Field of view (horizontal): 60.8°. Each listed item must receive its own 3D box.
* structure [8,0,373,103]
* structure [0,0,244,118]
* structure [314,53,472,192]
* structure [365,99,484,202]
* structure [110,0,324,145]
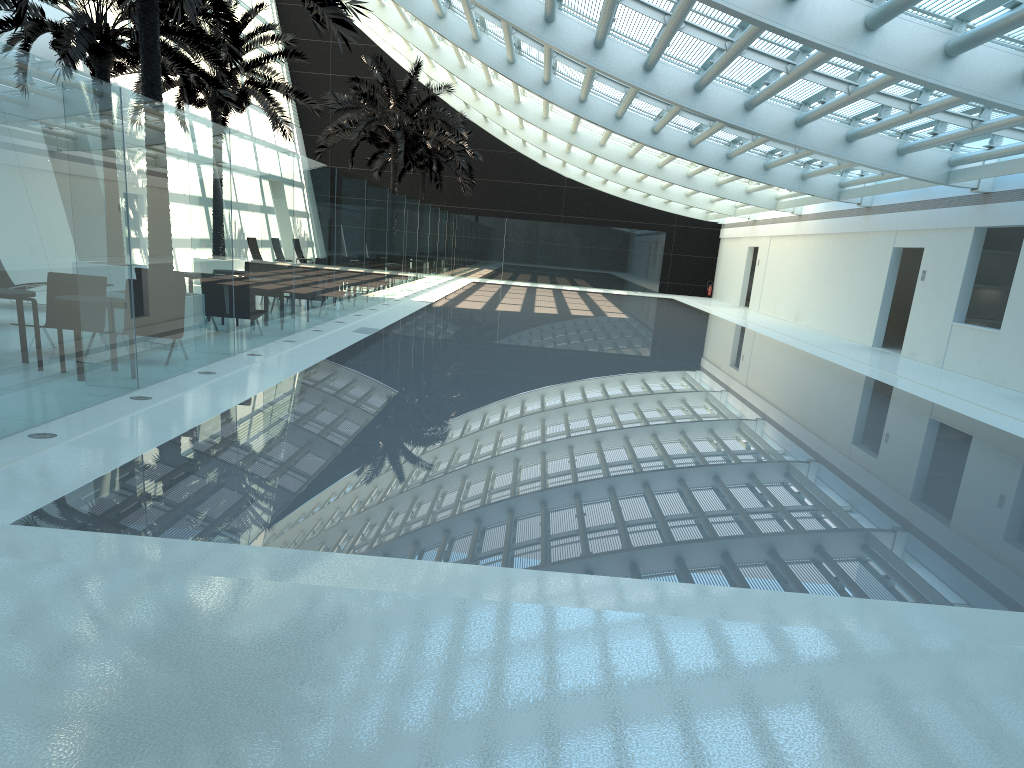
[{"bbox_3d":[-4.461,-4.018,10.459,4.776,7.335,4.281,10,17,18],"label":"structure"},{"bbox_3d":[-7.438,-5.059,15.942,4.637,7.140,4.087,-1,17,-20],"label":"structure"},{"bbox_3d":[-3.871,-6.908,28.685,4.827,7.335,4.234,3,16,-6],"label":"structure"},{"bbox_3d":[-3.591,-8.135,36.439,4.452,7.334,4.594,-1,17,-20],"label":"structure"},{"bbox_3d":[-7.454,-6.012,21.646,4.197,7.203,4.519,15,19,33],"label":"structure"}]
